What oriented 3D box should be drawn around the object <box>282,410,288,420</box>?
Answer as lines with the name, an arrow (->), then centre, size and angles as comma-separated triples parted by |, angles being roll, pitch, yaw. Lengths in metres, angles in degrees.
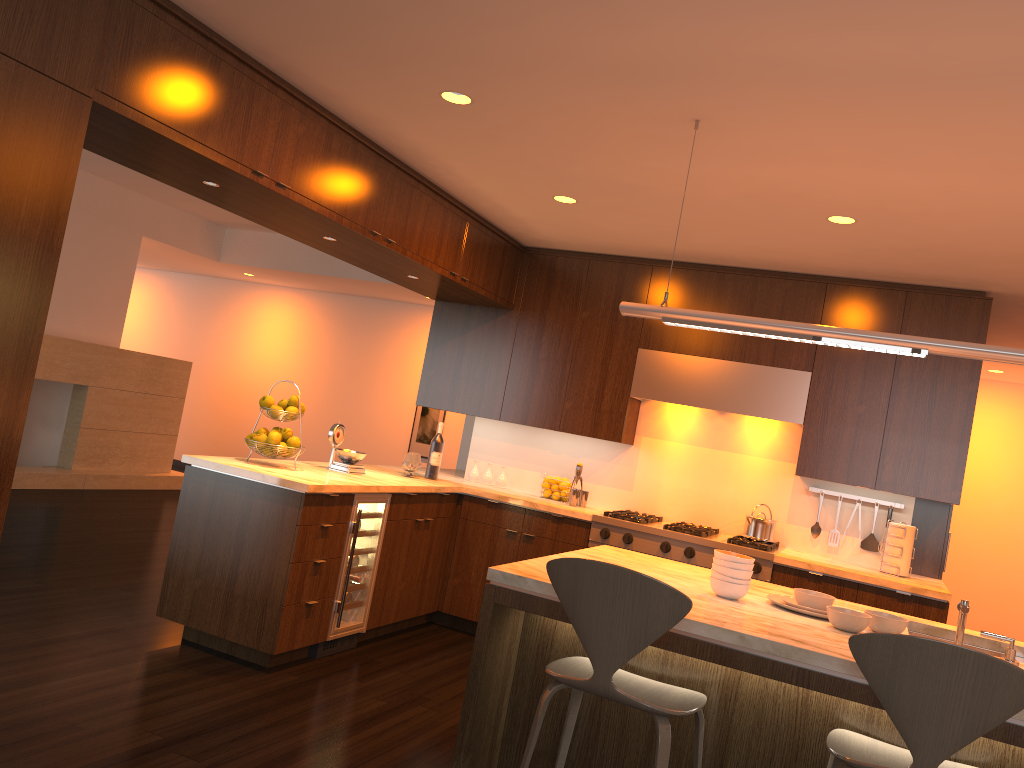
object -> -1.210, 0.158, 4.781 | 0.071, 0.072, 0.071 | 12, -3, -35

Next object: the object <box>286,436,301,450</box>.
object -> -1.149, 0.312, 4.674 | 0.078, 0.074, 0.077 | 8, -3, 38

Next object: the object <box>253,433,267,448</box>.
object -> -1.311, 0.294, 4.622 | 0.077, 0.077, 0.077 | 9, -3, 35

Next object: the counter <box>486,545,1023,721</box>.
counter -> 1.396, 0.861, 2.800 | 2.711, 0.038, 1.280 | 9, -3, 23

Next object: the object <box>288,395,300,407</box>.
object -> -1.161, 0.093, 4.733 | 0.068, 0.072, 0.071 | 11, -3, -21

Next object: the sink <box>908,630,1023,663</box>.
sink -> 1.718, 1.037, 2.969 | 0.813, 0.176, 0.457 | 9, -3, 23

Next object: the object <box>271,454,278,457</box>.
object -> -1.269, 0.362, 4.736 | 0.062, 0.062, 0.062 | 12, -3, -23

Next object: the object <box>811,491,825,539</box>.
object -> 1.881, 0.802, 5.440 | 0.061, 0.296, 0.020 | 9, -3, 22

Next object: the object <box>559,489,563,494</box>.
object -> 0.342, 0.723, 5.983 | 0.051, 0.053, 0.062 | 12, -3, -26

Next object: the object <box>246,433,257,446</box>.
object -> -1.369, 0.295, 4.680 | 0.068, 0.069, 0.065 | 10, -3, 0

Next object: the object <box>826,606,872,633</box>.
object -> 1.063, 0.751, 2.810 | 0.138, 0.059, 0.139 | 13, -3, -41

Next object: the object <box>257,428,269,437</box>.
object -> -1.316, 0.266, 4.691 | 0.067, 0.071, 0.069 | 12, -3, -31

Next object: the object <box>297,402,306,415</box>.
object -> -1.148, 0.133, 4.779 | 0.070, 0.074, 0.071 | 8, -4, 44

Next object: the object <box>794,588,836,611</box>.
object -> 1.039, 0.752, 3.060 | 0.138, 0.059, 0.139 | 13, -3, -41

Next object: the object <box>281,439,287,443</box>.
object -> -1.209, 0.300, 4.757 | 0.070, 0.072, 0.071 | 11, -3, -13

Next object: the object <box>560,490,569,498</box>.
object -> 0.350, 0.732, 5.914 | 0.052, 0.054, 0.061 | 9, -3, 33

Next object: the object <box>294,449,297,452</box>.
object -> -1.201, 0.339, 4.813 | 0.073, 0.072, 0.071 | 12, -3, -23

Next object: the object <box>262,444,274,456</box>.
object -> -1.283, 0.345, 4.668 | 0.063, 0.069, 0.070 | 11, -3, -14

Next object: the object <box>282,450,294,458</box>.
object -> -1.198, 0.358, 4.720 | 0.078, 0.075, 0.078 | 10, -3, 1

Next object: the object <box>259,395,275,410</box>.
object -> -1.302, 0.099, 4.711 | 0.077, 0.079, 0.075 | 9, -3, 32

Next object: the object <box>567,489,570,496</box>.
object -> 0.372, 0.732, 5.980 | 0.051, 0.055, 0.061 | 9, -3, 35

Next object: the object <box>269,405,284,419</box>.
object -> -1.249, 0.148, 4.694 | 0.078, 0.072, 0.077 | 11, -3, -11

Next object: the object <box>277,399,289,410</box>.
object -> -1.224, 0.111, 4.750 | 0.061, 0.063, 0.062 | 13, -3, -42

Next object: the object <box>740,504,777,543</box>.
object -> 1.533, 0.846, 5.464 | 0.221, 0.218, 0.221 | 10, -3, 8

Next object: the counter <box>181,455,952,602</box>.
counter -> 0.589, 0.821, 5.198 | 3.616, 0.038, 3.187 | 9, -3, 23

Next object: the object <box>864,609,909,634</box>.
object -> 1.214, 0.782, 2.885 | 0.138, 0.059, 0.139 | 13, -3, -41

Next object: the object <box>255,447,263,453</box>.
object -> -1.333, 0.342, 4.709 | 0.056, 0.053, 0.057 | 11, -3, -17

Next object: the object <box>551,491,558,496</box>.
object -> 0.292, 0.746, 5.984 | 0.057, 0.060, 0.052 | 12, -3, -28

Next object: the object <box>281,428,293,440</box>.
object -> -1.188, 0.263, 4.683 | 0.062, 0.063, 0.060 | 9, -3, 31

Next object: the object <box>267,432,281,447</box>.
object -> -1.233, 0.286, 4.598 | 0.068, 0.077, 0.079 | 11, -3, -1

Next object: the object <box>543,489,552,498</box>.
object -> 0.239, 0.735, 5.952 | 0.060, 0.057, 0.052 | 12, -3, -32

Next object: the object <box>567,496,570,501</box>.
object -> 0.385, 0.773, 6.033 | 0.053, 0.052, 0.062 | 10, -3, 6

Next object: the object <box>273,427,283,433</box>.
object -> -1.250, 0.255, 4.731 | 0.063, 0.059, 0.061 | 12, -3, -33

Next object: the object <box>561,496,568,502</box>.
object -> 0.353, 0.763, 5.953 | 0.051, 0.053, 0.063 | 12, -3, -26

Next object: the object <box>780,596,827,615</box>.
object -> 1.035, 0.772, 3.059 | 0.217, 0.025, 0.216 | 8, -3, 40

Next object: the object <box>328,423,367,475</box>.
object -> -0.957, 0.380, 5.194 | 0.231, 0.266, 0.191 | 9, -3, 26

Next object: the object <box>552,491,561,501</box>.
object -> 0.297, 0.751, 5.941 | 0.064, 0.063, 0.074 | 11, -3, -13

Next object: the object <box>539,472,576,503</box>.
object -> 0.312, 0.699, 6.000 | 0.207, 0.175, 0.189 | 9, -3, 21

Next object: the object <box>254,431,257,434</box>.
object -> -1.375, 0.284, 4.794 | 0.054, 0.058, 0.057 | 8, -4, 44

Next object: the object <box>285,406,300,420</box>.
object -> -1.170, 0.155, 4.714 | 0.077, 0.077, 0.078 | 8, -3, 40

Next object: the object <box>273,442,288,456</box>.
object -> -1.214, 0.339, 4.642 | 0.078, 0.076, 0.078 | 10, -3, 10

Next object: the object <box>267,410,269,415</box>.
object -> -1.280, 0.144, 4.759 | 0.070, 0.068, 0.062 | 11, -3, -17

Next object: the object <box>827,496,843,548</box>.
object -> 1.977, 0.834, 5.400 | 0.066, 0.314, 0.004 | 9, -3, 23

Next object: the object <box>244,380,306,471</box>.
object -> -1.241, 0.208, 4.732 | 0.324, 0.461, 0.324 | 11, -3, -18

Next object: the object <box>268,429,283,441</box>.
object -> -1.245, 0.277, 4.666 | 0.077, 0.075, 0.077 | 11, -3, -3
